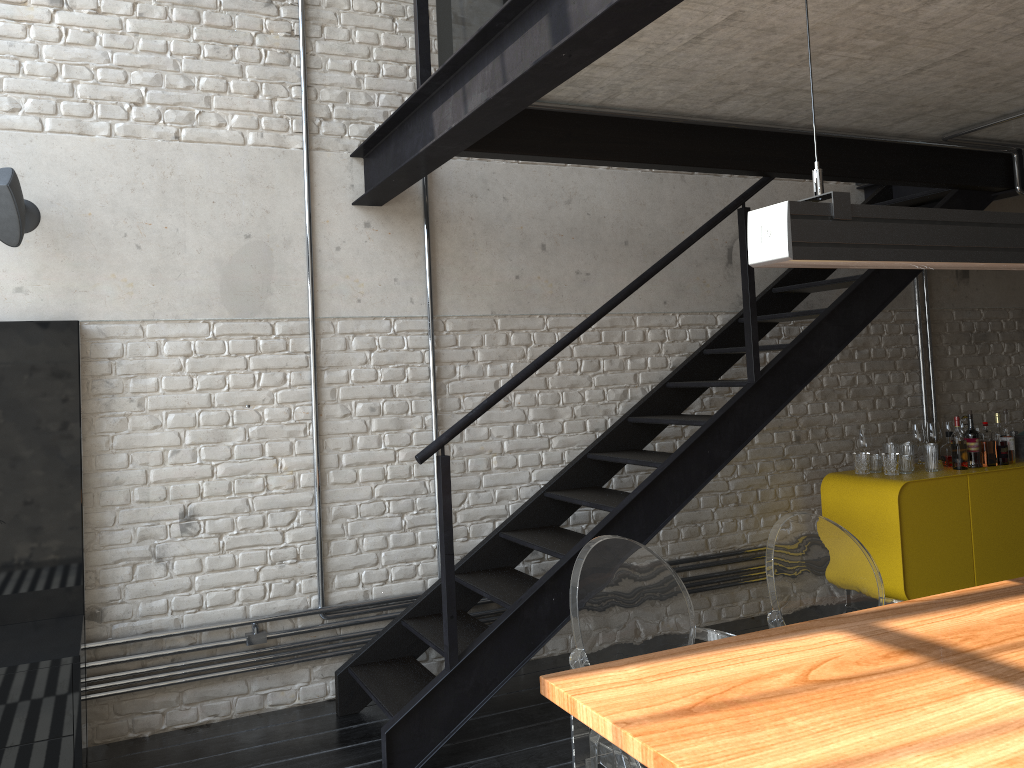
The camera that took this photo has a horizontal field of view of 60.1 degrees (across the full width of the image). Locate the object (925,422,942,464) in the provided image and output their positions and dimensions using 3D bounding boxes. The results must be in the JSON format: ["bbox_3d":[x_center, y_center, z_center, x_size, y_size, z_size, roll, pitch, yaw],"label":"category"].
[{"bbox_3d":[2.565,0.358,5.381,0.092,0.245,0.092,-4,-3,26],"label":"object"}]

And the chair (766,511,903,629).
[{"bbox_3d":[1.010,0.881,2.542,0.540,0.943,0.588,-2,-2,-15],"label":"chair"}]

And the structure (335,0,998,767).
[{"bbox_3d":[1.877,-0.362,2.532,3.790,3.349,4.771,-2,-1,-25],"label":"structure"}]

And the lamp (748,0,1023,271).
[{"bbox_3d":[0.996,-0.715,2.054,1.089,0.893,0.124,-2,-3,-25],"label":"lamp"}]

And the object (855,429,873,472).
[{"bbox_3d":[2.043,0.384,5.130,0.092,0.245,0.092,0,-4,-41],"label":"object"}]

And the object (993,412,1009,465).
[{"bbox_3d":[2.844,0.319,5.165,0.081,0.308,0.081,-1,-3,-30],"label":"object"}]

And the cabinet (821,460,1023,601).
[{"bbox_3d":[2.904,0.851,5.295,2.202,0.772,0.547,-3,-2,-25],"label":"cabinet"}]

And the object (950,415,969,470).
[{"bbox_3d":[2.540,0.333,5.033,0.081,0.310,0.081,-1,-3,-33],"label":"object"}]

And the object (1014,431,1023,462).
[{"bbox_3d":[2.999,0.373,5.277,0.135,0.182,0.052,-3,-3,12],"label":"object"}]

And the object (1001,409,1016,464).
[{"bbox_3d":[2.917,0.307,5.214,0.073,0.321,0.073,-1,-4,-34],"label":"object"}]

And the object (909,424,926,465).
[{"bbox_3d":[2.450,0.364,5.335,0.092,0.245,0.092,-4,-3,26],"label":"object"}]

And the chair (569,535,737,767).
[{"bbox_3d":[0.414,0.911,2.301,0.540,0.943,0.588,-2,-2,-25],"label":"chair"}]

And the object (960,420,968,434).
[{"bbox_3d":[2.802,0.346,5.481,0.092,0.245,0.092,-4,-3,26],"label":"object"}]

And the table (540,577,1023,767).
[{"bbox_3d":[1.485,0.967,2.140,2.675,0.735,0.925,-3,-1,-25],"label":"table"}]

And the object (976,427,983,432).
[{"bbox_3d":[2.799,0.365,5.257,0.101,0.212,0.100,-2,-2,-10],"label":"object"}]

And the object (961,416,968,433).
[{"bbox_3d":[2.678,0.332,5.210,0.114,0.293,0.114,-3,-3,3],"label":"object"}]

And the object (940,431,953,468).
[{"bbox_3d":[2.558,0.380,5.163,0.087,0.206,0.087,-3,-3,0],"label":"object"}]

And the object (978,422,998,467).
[{"bbox_3d":[2.742,0.348,5.109,0.099,0.258,0.067,-2,-3,-20],"label":"object"}]

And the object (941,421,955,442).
[{"bbox_3d":[2.689,0.352,5.429,0.092,0.245,0.092,-4,-3,26],"label":"object"}]

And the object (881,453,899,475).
[{"bbox_3d":[2.104,0.446,4.915,0.095,0.120,0.095,-2,-2,-7],"label":"object"}]

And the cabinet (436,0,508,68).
[{"bbox_3d":[1.280,-1.478,3.736,3.182,0.553,0.605,-3,-1,-25],"label":"cabinet"}]

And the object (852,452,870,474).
[{"bbox_3d":[1.981,0.450,5.013,0.095,0.120,0.095,-3,-2,27],"label":"object"}]

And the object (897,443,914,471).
[{"bbox_3d":[2.257,0.420,5.061,0.087,0.155,0.087,-2,-2,-12],"label":"object"}]

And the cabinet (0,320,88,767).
[{"bbox_3d":[-3.021,0.673,2.665,3.108,1.728,0.731,-2,-2,-25],"label":"cabinet"}]

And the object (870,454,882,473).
[{"bbox_3d":[2.077,0.456,5.063,0.092,0.100,0.092,-3,-1,13],"label":"object"}]

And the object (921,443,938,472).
[{"bbox_3d":[2.366,0.415,4.999,0.087,0.155,0.087,-2,-2,-12],"label":"object"}]

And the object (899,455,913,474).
[{"bbox_3d":[2.202,0.451,4.960,0.092,0.100,0.092,-3,-1,13],"label":"object"}]

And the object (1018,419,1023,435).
[{"bbox_3d":[3.218,0.328,5.527,0.119,0.240,0.119,-2,-2,-8],"label":"object"}]

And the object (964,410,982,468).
[{"bbox_3d":[2.641,0.316,5.081,0.080,0.330,0.079,-1,-4,-34],"label":"object"}]

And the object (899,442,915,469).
[{"bbox_3d":[2.302,0.417,5.148,0.087,0.155,0.087,-2,-2,-12],"label":"object"}]

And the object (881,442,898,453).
[{"bbox_3d":[2.202,0.421,5.149,0.087,0.155,0.087,-2,-2,-12],"label":"object"}]

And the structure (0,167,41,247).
[{"bbox_3d":[-1.961,-0.684,3.446,0.178,0.307,0.357,-2,-1,-6],"label":"structure"}]
